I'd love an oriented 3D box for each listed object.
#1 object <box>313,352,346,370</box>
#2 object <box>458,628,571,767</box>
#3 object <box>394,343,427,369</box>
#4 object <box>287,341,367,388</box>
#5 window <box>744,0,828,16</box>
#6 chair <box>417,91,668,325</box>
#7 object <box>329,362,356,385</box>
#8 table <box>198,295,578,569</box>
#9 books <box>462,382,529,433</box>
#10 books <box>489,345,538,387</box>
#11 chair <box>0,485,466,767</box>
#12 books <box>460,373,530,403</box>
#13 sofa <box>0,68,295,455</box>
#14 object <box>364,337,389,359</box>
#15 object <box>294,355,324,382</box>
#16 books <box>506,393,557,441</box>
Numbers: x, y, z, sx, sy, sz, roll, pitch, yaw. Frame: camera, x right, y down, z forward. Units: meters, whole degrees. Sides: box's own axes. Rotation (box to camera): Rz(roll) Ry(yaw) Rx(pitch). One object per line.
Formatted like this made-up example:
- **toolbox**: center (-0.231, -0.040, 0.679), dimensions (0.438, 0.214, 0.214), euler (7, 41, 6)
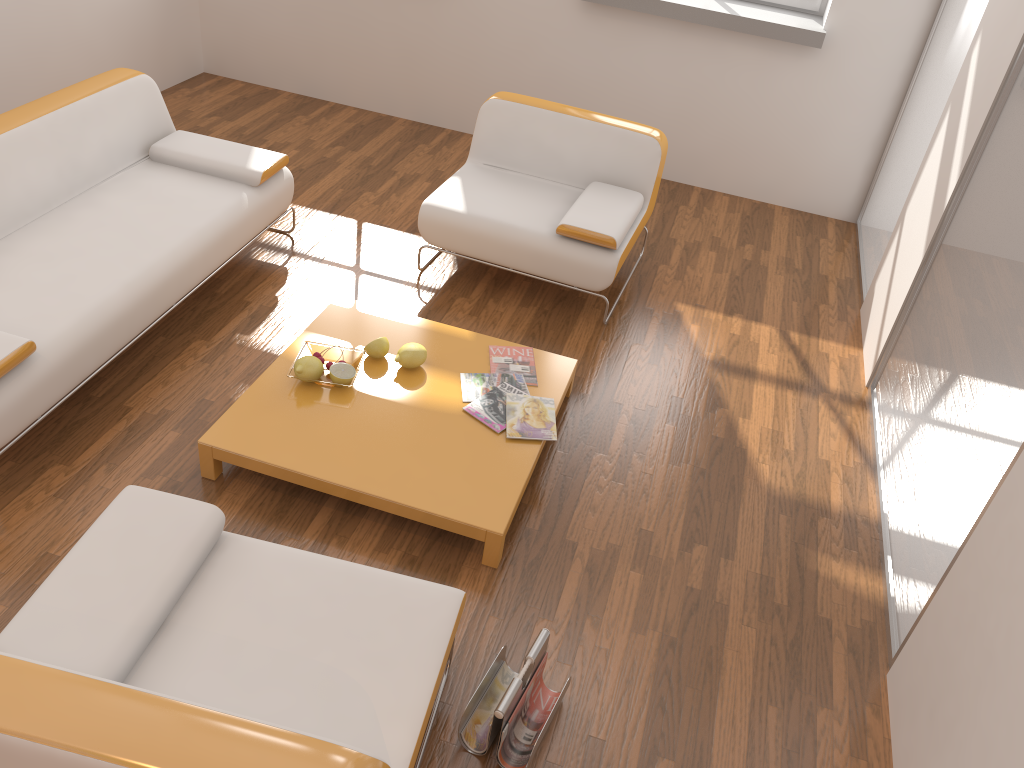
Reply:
- **object**: center (-0.651, -0.075, 3.127), dimensions (0.134, 0.037, 0.061), euler (20, 37, 15)
- **object**: center (0.016, 0.777, 2.214), dimensions (0.189, 0.217, 0.281), euler (21, 37, 16)
- **object**: center (-0.362, -0.102, 3.196), dimensions (0.105, 0.091, 0.103), euler (12, 36, 4)
- **object**: center (-0.645, -0.055, 3.105), dimensions (0.227, 0.048, 0.227), euler (9, 36, 0)
- **window**: center (1.241, -2.933, 4.605), dimensions (1.308, 1.737, 0.142), euler (15, 36, 9)
- **chair**: center (0.150, -0.851, 4.110), dimensions (0.923, 0.661, 0.825), euler (17, 36, 12)
- **object**: center (-0.585, -0.025, 3.065), dimensions (0.091, 0.065, 0.092), euler (-8, 39, -22)
- **table**: center (-0.372, 0.102, 3.119), dimensions (1.000, 0.150, 1.000), euler (15, 36, 9)
- **books**: center (-0.033, 0.077, 3.086), dimensions (0.171, 0.004, 0.249), euler (30, 41, 27)
- **books**: center (0.003, -0.072, 3.308), dimensions (0.171, 0.004, 0.249), euler (4, 36, -7)
- **chair**: center (-0.630, 0.620, 1.906), dimensions (0.923, 0.661, 0.825), euler (13, 36, 5)
- **books**: center (-0.062, 0.014, 3.175), dimensions (0.249, 0.004, 0.171), euler (1, 36, -11)
- **sofa**: center (-1.633, -0.537, 3.290), dimensions (0.825, 0.661, 2.010), euler (15, 36, 8)
- **object**: center (-0.486, -0.134, 3.216), dimensions (0.080, 0.087, 0.094), euler (34, 42, 31)
- **object**: center (-0.697, -0.053, 3.044), dimensions (0.102, 0.095, 0.101), euler (-3, 37, -16)
- **books**: center (0.065, 0.113, 3.051), dimensions (0.171, 0.004, 0.249), euler (6, 36, -5)
